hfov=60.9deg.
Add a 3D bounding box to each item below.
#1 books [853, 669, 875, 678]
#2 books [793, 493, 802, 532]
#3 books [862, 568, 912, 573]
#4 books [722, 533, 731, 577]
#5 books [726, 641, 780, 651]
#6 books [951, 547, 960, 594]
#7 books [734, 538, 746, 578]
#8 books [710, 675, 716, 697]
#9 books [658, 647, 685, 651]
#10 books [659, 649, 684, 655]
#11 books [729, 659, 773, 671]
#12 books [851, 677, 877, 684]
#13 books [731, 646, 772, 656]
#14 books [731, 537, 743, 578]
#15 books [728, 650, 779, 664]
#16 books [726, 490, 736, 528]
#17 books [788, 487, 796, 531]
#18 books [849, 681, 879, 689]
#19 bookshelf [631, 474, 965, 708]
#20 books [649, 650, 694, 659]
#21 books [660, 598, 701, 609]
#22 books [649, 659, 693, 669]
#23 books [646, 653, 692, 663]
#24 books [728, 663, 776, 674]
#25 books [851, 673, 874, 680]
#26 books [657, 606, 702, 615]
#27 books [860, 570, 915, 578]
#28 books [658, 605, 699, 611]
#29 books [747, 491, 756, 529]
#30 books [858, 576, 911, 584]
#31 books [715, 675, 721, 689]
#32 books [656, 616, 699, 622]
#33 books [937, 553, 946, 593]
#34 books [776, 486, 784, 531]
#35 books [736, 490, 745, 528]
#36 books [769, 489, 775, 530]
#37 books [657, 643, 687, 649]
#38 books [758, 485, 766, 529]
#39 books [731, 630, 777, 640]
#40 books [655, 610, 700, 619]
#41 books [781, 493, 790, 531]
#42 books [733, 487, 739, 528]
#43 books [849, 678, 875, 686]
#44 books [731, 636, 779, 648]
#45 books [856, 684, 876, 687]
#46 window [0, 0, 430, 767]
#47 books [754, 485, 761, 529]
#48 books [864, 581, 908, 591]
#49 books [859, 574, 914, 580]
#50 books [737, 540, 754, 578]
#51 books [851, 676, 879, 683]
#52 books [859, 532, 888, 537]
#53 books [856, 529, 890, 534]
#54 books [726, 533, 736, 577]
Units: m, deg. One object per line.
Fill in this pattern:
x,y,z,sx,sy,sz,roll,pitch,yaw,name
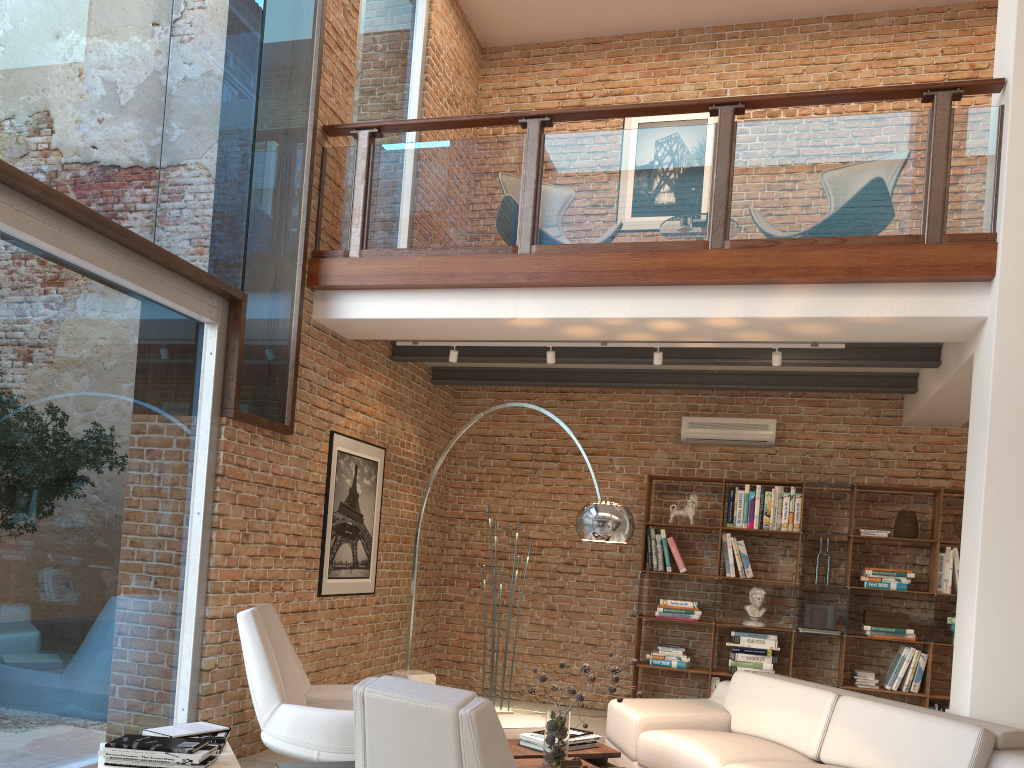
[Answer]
2.959,2.433,7.324,0.132,0.033,0.210,2,-11,11,books
2.456,1.118,7.514,0.055,0.325,0.259,4,-5,17,books
3.130,1.559,7.293,0.355,0.020,0.278,1,-11,14,books
1.887,1.504,7.660,0.101,0.378,0.247,4,-4,16,books
2.086,2.266,7.550,0.443,0.020,0.278,1,-12,16,books
3.638,1.536,7.162,0.101,0.378,0.247,4,-4,16,books
1.992,1.522,7.625,0.124,0.344,0.276,4,-5,16,books
1.756,2.743,7.633,0.036,0.378,0.247,4,-4,17,books
1.419,2.356,7.773,0.236,0.018,0.174,2,-11,9,books
1.420,2.380,7.764,0.205,0.033,0.135,1,-11,16,books
2.078,2.426,7.563,0.361,0.054,0.288,1,-11,18,books
2.954,2.489,7.322,0.156,0.008,0.248,2,-11,11,books
2.064,2.301,7.542,0.326,0.055,0.260,2,-11,11,books
1.969,1.520,7.622,0.124,0.344,0.276,4,-5,16,books
2.089,2.364,7.545,0.379,0.063,0.249,4,-10,3,books
1.927,1.106,7.658,0.055,0.325,0.259,4,-5,17,books
2.407,1.086,7.512,0.036,0.378,0.247,4,-4,17,books
2.959,2.529,7.327,0.171,0.018,0.241,3,-11,4,books
2.611,1.944,7.405,3.026,2.173,0.369,2,-1,16,bookshelf
1.414,2.401,7.741,0.379,0.018,0.249,3,-11,9,books
1.495,1.948,7.742,0.326,0.055,0.260,1,-11,18,books
1.414,2.474,7.740,0.326,0.054,0.260,-1,-12,26,books
1.399,2.430,7.755,0.379,0.036,0.249,1,-11,16,books
2.070,2.481,7.543,0.379,0.063,0.249,2,-11,10,books
2.943,2.457,7.323,0.162,0.017,0.257,1,-12,16,books
1.479,2.010,7.726,0.379,0.036,0.249,2,-11,10,books
3.124,1.583,7.272,0.379,0.036,0.249,2,-11,10,books
1.485,1.986,7.746,0.355,0.020,0.278,1,-11,14,books
2.091,1.109,7.611,0.055,0.325,0.259,4,-5,17,books
3.109,1.641,7.294,0.379,0.036,0.249,1,-11,16,books
1.796,2.747,7.638,0.036,0.378,0.247,4,-4,17,books
1.476,2.078,7.739,0.355,0.020,0.278,1,-12,16,books
3.504,1.556,7.176,0.055,0.325,0.259,4,-5,17,books
2.316,1.084,7.537,0.036,0.378,0.247,4,-4,17,books
1.996,1.104,7.619,0.055,0.325,0.259,4,-5,17,books
2.252,1.096,7.555,0.020,0.354,0.276,4,-4,17,books
1.424,2.326,7.751,0.251,0.017,0.165,1,-11,16,books
2.171,1.082,7.579,0.036,0.378,0.247,4,-4,17,books
2.101,2.176,7.563,0.379,0.036,0.249,1,-11,16,books
1.468,2.048,7.735,0.379,0.036,0.249,2,-11,11,books
2.357,1.111,7.519,0.055,0.325,0.259,4,-5,17,books
1.965,1.093,7.646,0.020,0.354,0.276,4,-4,17,books
2.940,2.500,7.323,0.162,0.017,0.257,2,-11,11,books
2.103,2.227,7.565,0.379,0.063,0.249,2,-11,10,books
2.952,2.514,7.322,0.156,0.008,0.248,2,-11,11,books
-2.836,-1.700,1.540,0.645,6.291,12.591,4,-9,17,window
2.133,1.079,7.579,0.036,0.378,0.247,4,-4,17,books
3.123,1.685,7.280,0.326,0.054,0.260,-1,-12,26,books
3.123,1.612,7.281,0.379,0.018,0.249,3,-11,9,books
2.034,1.529,7.597,0.158,0.324,0.259,4,-5,16,books
2.963,2.477,7.328,0.170,0.018,0.241,2,-11,9,books
3.012,1.259,7.271,0.205,0.033,0.135,1,-11,16,books
3.011,1.234,7.280,0.236,0.018,0.174,2,-11,9,books
1.917,1.501,7.627,0.103,0.378,0.247,4,-4,16,books
